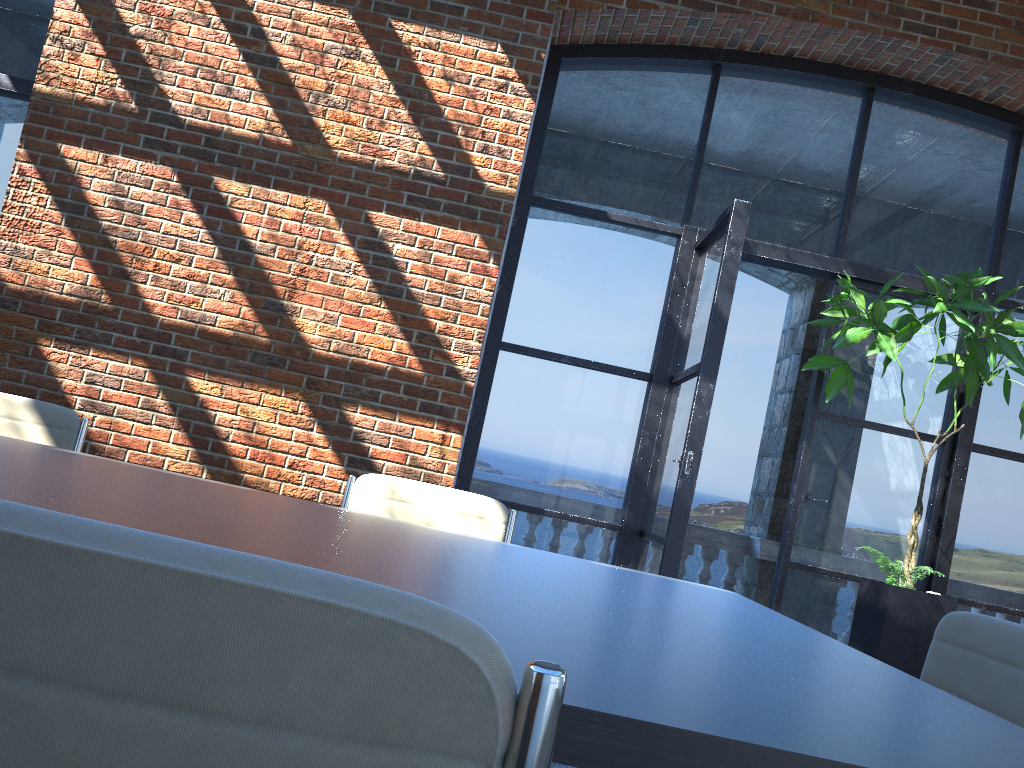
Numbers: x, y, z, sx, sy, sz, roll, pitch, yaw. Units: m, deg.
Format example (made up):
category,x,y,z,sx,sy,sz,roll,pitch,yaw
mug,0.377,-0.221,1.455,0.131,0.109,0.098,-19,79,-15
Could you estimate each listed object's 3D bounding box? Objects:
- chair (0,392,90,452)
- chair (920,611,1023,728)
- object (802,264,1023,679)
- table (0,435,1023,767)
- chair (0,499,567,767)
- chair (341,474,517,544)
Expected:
category,x,y,z,sx,sy,sz,roll,pitch,yaw
chair,-1.676,0.458,2.529,0.561,0.920,0.707,13,-5,-12
chair,0.572,0.842,1.647,0.706,0.920,0.561,12,-4,-1
object,1.992,0.635,4.314,1.324,2.484,0.948,12,-4,0
table,-1.620,0.429,1.616,4.504,0.807,1.815,12,-6,-1
chair,-0.322,0.555,0.759,0.560,0.920,0.709,12,-5,3
chair,-0.338,0.746,2.550,0.560,0.920,0.708,12,-5,-1
